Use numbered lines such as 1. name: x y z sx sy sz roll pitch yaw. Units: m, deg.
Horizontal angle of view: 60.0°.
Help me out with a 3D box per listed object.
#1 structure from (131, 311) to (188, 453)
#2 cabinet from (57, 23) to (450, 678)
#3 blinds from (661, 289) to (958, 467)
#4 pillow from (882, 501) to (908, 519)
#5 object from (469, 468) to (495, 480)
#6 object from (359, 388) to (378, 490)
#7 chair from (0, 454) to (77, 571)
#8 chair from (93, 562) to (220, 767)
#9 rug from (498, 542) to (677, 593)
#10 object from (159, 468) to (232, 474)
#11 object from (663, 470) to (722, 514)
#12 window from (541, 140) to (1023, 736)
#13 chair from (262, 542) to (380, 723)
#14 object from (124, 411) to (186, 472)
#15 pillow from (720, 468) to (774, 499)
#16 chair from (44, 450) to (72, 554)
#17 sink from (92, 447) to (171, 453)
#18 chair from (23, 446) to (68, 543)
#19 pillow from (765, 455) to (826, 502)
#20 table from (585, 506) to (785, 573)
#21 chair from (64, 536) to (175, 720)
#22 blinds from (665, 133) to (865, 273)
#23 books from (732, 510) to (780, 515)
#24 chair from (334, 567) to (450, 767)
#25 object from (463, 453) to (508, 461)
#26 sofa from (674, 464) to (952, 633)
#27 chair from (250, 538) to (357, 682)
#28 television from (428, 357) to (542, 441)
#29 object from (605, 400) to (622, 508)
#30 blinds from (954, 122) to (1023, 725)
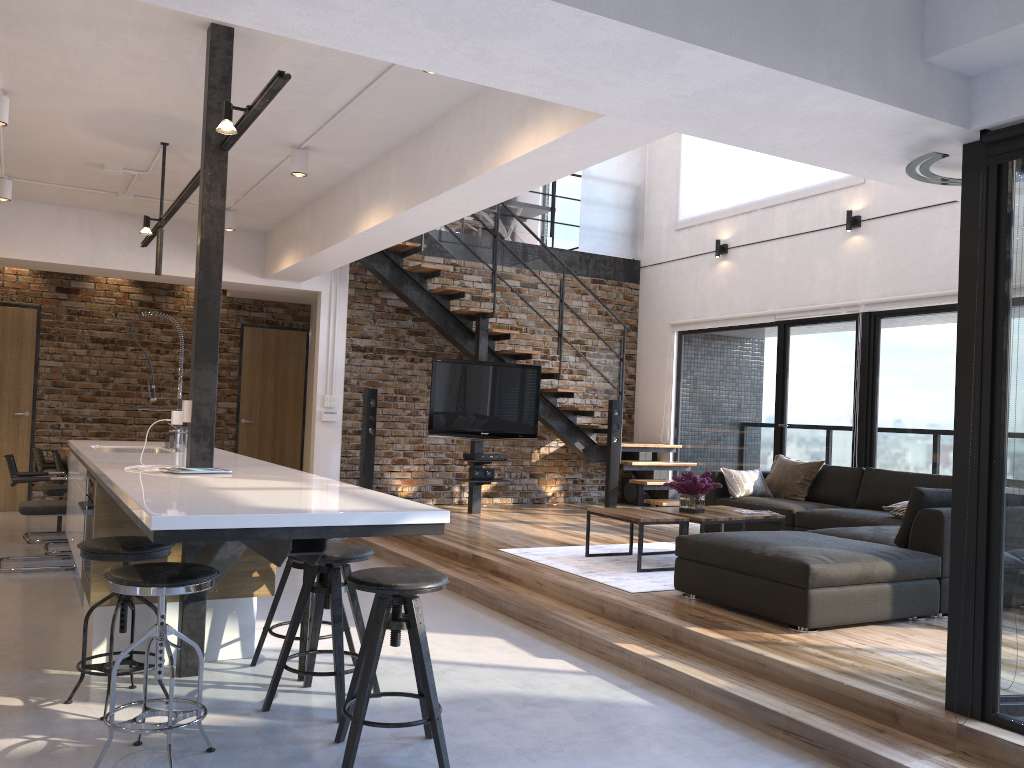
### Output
1. structure: -1.988 -0.012 5.329 0.392 0.812 0.507 2 -1 10
2. cabinet: -2.818 -0.175 5.059 2.474 2.871 9.115 3 -2 -29
3. blinds: 3.067 0.272 7.855 0.096 2.043 5.369 3 -2 -29
4. pillow: 2.975 0.919 6.372 0.531 0.177 0.356 4 -2 -31
5. object: -0.301 0.891 8.790 0.247 0.112 0.088 3 -2 -29
6. object: -1.423 0.646 8.760 0.271 1.206 0.271 3 -2 -39
7. chair: -3.305 0.896 6.255 0.540 0.768 0.519 3 -2 -29
8. chair: -1.171 0.932 2.937 0.358 0.636 0.356 2 -1 16
9. rug: 1.218 1.266 6.328 2.114 0.003 1.637 4 -2 -29
10. object: -1.300 0.358 3.644 0.240 0.013 0.188 4 -3 -44
11. object: 1.296 0.749 6.356 0.375 0.343 0.342 3 -2 -28
12. window: 1.577 -1.267 7.274 5.665 5.565 13.398 3 -2 -29
13. chair: -0.750 0.978 3.594 0.365 0.630 0.366 2 -1 16
14. object: -1.506 0.234 3.738 0.214 0.246 0.417 3 -2 -8
15. pillow: 2.065 0.873 7.765 0.499 0.265 0.212 3 -2 -28
16. chair: -3.360 0.919 6.984 0.540 0.768 0.519 3 -2 -29
17. sink: -2.210 0.491 5.148 0.406 0.203 0.706 3 -2 -29
18. chair: -3.779 0.919 7.471 0.540 0.768 0.519 3 -2 -34
19. pillow: 2.436 0.824 7.798 0.265 0.382 0.609 3 -2 -29
20. table: 1.255 1.093 6.355 1.299 0.350 0.697 3 -2 -29
21. chair: -1.534 0.937 3.500 0.357 0.636 0.357 1 -2 40
22. blinds: 1.193 -2.573 9.595 10.202 2.975 1.996 1 -2 39
23. books: 1.776 0.938 6.475 0.295 0.013 0.229 3 -2 -8
24. chair: -0.407 0.973 3.068 0.367 0.630 0.367 3 -1 -14
25. object: -0.261 0.718 8.721 0.360 0.058 0.275 4 -2 -29
26. sofa: 1.985 0.949 6.282 3.000 0.700 3.044 3 -2 -29
27. chair: -0.944 0.988 4.108 0.366 0.630 0.367 1 -2 36
28. television: -0.273 0.170 8.774 1.207 0.783 0.136 3 -2 -29
29. object: 1.065 0.770 9.349 0.271 1.206 0.271 3 -1 -24
30. blinds: 2.462 0.176 2.932 1.828 2.051 3.863 2 -2 15
